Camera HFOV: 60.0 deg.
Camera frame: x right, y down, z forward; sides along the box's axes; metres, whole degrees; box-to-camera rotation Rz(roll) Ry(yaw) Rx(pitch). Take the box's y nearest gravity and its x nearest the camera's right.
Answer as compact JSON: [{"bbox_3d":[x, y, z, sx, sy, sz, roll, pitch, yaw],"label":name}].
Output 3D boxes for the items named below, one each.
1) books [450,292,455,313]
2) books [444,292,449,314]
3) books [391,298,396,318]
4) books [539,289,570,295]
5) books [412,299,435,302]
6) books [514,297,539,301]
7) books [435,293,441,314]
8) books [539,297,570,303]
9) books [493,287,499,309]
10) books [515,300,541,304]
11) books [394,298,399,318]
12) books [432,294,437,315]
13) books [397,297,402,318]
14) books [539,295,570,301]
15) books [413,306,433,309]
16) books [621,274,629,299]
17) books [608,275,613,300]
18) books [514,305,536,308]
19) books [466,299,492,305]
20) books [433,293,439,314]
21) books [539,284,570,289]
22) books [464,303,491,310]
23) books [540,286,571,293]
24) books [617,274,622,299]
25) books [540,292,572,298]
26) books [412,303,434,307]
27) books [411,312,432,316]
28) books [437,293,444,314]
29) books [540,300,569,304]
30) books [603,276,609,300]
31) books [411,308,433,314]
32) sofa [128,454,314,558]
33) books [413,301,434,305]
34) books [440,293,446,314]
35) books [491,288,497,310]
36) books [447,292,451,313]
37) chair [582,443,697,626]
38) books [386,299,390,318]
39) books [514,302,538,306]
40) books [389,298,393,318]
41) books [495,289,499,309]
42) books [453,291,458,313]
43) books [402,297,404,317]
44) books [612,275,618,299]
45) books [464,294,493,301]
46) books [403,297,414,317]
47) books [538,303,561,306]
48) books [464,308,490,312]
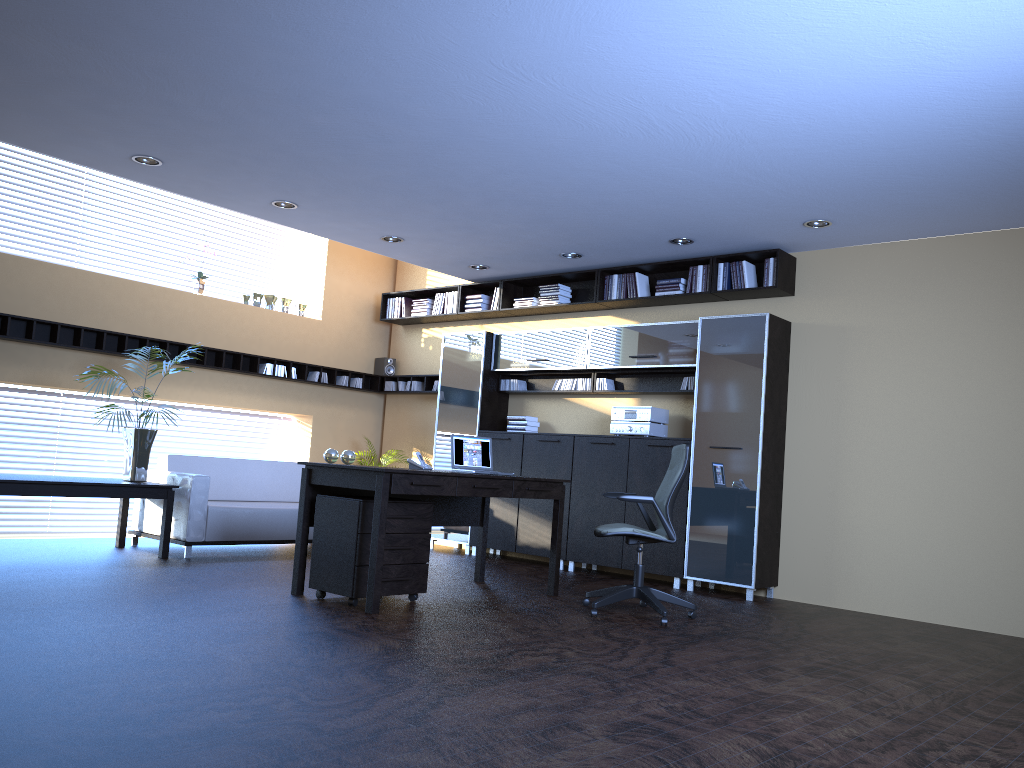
[{"bbox_3d":[-0.623,-0.917,10.226,0.050,0.258,0.208,1,-6,42],"label":"books"},{"bbox_3d":[-0.696,-0.915,10.300,0.050,0.258,0.208,1,-6,42],"label":"books"},{"bbox_3d":[-1.391,-0.910,10.890,0.050,0.258,0.208,1,-6,40],"label":"books"},{"bbox_3d":[0.450,-0.956,9.308,0.258,0.028,0.208,0,-7,40],"label":"books"},{"bbox_3d":[-1.029,-0.983,10.607,0.258,0.028,0.208,-1,-7,41],"label":"books"},{"bbox_3d":[0.186,-0.895,9.537,0.258,0.028,0.208,0,-7,40],"label":"books"},{"bbox_3d":[-0.798,-0.915,10.379,0.075,0.259,0.208,1,-6,41],"label":"books"},{"bbox_3d":[0.449,-0.870,9.305,0.258,0.028,0.208,0,-7,40],"label":"books"},{"bbox_3d":[-0.111,-0.920,9.802,0.075,0.259,0.208,1,-6,40],"label":"books"},{"bbox_3d":[0.196,-0.868,9.516,0.258,0.028,0.208,0,-7,40],"label":"books"},{"bbox_3d":[-1.346,-0.909,10.862,0.050,0.258,0.208,1,-6,41],"label":"books"},{"bbox_3d":[-0.840,-0.914,10.426,0.075,0.259,0.208,1,-6,41],"label":"books"},{"bbox_3d":[-1.307,-0.909,10.829,0.050,0.258,0.208,1,-6,41],"label":"books"},{"bbox_3d":[0.444,-0.896,9.331,0.258,0.028,0.208,0,-7,40],"label":"books"},{"bbox_3d":[-1.017,-0.898,10.592,0.258,0.028,0.208,-1,-7,41],"label":"books"},{"bbox_3d":[1.148,-0.933,8.707,0.050,0.258,0.208,1,-6,41],"label":"books"},{"bbox_3d":[1.031,-0.931,8.810,0.050,0.258,0.208,1,-6,41],"label":"books"},{"bbox_3d":[0.185,-0.812,9.507,0.258,0.028,0.208,-1,-7,42],"label":"books"},{"bbox_3d":[-0.360,-0.915,10.013,0.258,0.050,0.208,0,-7,41],"label":"books"},{"bbox_3d":[-0.821,-0.915,10.400,0.075,0.259,0.208,1,-6,41],"label":"books"},{"bbox_3d":[0.448,-1.012,9.318,0.258,0.028,0.208,-1,-7,41],"label":"books"},{"bbox_3d":[-0.380,-0.866,10.011,0.258,0.050,0.208,0,-7,41],"label":"books"},{"bbox_3d":[0.459,-0.985,9.299,0.258,0.028,0.208,0,-7,40],"label":"books"},{"bbox_3d":[1.111,-0.932,8.743,0.050,0.258,0.208,1,-6,41],"label":"books"},{"bbox_3d":[0.463,-0.927,9.307,0.258,0.028,0.208,-1,-7,41],"label":"books"},{"bbox_3d":[-1.036,-0.928,10.586,0.258,0.028,0.208,-1,-7,41],"label":"books"},{"bbox_3d":[-1.036,-0.808,10.576,0.258,0.050,0.208,-1,-7,41],"label":"books"},{"bbox_3d":[-0.773,-0.915,10.359,0.075,0.259,0.208,1,-6,41],"label":"books"},{"bbox_3d":[0.463,-0.842,9.291,0.258,0.028,0.208,-1,-7,41],"label":"books"},{"bbox_3d":[0.992,-0.931,8.844,0.050,0.258,0.208,1,-6,41],"label":"books"},{"bbox_3d":[-1.037,-0.859,10.590,0.258,0.050,0.208,0,-7,40],"label":"books"},{"bbox_3d":[-2.414,1.160,8.517,1.014,0.847,2.061,0,-7,41],"label":"sofa"},{"bbox_3d":[-1.015,-0.955,10.592,0.258,0.028,0.208,0,-7,40],"label":"books"},{"bbox_3d":[-0.739,-0.914,10.349,0.075,0.259,0.208,1,-6,40],"label":"books"},{"bbox_3d":[-0.138,-0.920,9.820,0.075,0.259,0.208,1,-6,41],"label":"books"},{"bbox_3d":[-0.657,-0.916,10.266,0.050,0.258,0.208,1,-6,41],"label":"books"},{"bbox_3d":[0.942,1.000,6.194,0.768,1.213,0.834,4,-4,-2],"label":"chair"},{"bbox_3d":[-1.464,-0.908,10.964,0.050,0.258,0.208,1,-6,41],"label":"books"},{"bbox_3d":[0.180,-0.840,9.517,0.258,0.028,0.208,-1,-7,41],"label":"books"},{"bbox_3d":[-1.423,-0.908,10.932,0.050,0.258,0.208,1,-6,40],"label":"books"},{"bbox_3d":[-0.096,-0.922,9.771,0.075,0.259,0.208,1,-6,40],"label":"books"},{"bbox_3d":[-0.583,-0.917,10.192,0.050,0.258,0.208,1,-6,41],"label":"books"},{"bbox_3d":[-1.257,-0.910,10.789,0.075,0.259,0.208,1,-6,40],"label":"books"},{"bbox_3d":[1.067,-0.933,8.772,0.050,0.258,0.208,1,-6,41],"label":"books"},{"bbox_3d":[-0.375,-0.967,10.028,0.258,0.050,0.208,0,-7,40],"label":"books"},{"bbox_3d":[-1.236,-0.910,10.765,0.075,0.259,0.208,1,-6,40],"label":"books"},{"bbox_3d":[0.439,-0.814,9.296,0.258,0.028,0.208,0,-7,41],"label":"books"},{"bbox_3d":[-0.372,-0.814,10.004,0.258,0.050,0.208,0,-7,41],"label":"books"}]
